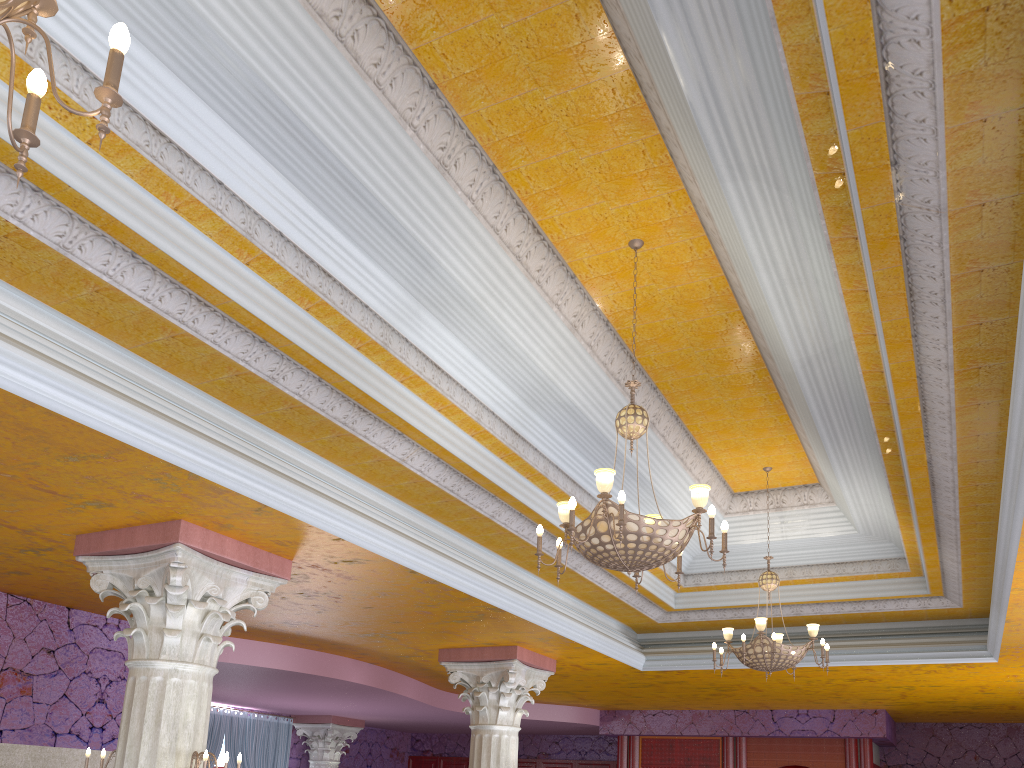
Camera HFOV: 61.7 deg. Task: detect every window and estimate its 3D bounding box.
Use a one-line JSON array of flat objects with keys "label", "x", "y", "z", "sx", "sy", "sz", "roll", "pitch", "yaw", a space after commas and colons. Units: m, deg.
[{"label": "window", "x": -5.821, "y": 7.105, "z": 15.564, "sx": 0.161, "sy": 2.378, "sz": 3.808, "roll": -4, "pitch": -22, "yaw": 27}]

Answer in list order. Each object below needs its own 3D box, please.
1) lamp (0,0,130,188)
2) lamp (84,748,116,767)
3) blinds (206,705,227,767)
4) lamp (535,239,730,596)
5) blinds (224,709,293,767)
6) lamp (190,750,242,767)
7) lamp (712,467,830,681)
[{"label": "lamp", "x": -1.140, "y": -1.645, "z": 1.584, "sx": 0.968, "sy": 2.038, "sz": 1.015, "roll": 7, "pitch": -16, "yaw": -16}, {"label": "lamp", "x": -2.830, "y": 2.772, "z": 6.178, "sx": 0.382, "sy": 0.256, "sz": 0.366, "roll": -3, "pitch": -22, "yaw": 15}, {"label": "blinds", "x": -5.662, "y": 6.966, "z": 14.354, "sx": 0.246, "sy": 3.119, "sz": 2.073, "roll": -4, "pitch": -18, "yaw": 28}, {"label": "lamp", "x": 0.710, "y": 0.098, "z": 5.040, "sx": 0.968, "sy": 2.038, "sz": 1.015, "roll": 7, "pitch": -16, "yaw": -16}, {"label": "blinds", "x": -4.794, "y": 7.783, "z": 15.974, "sx": 0.246, "sy": 3.120, "sz": 1.942, "roll": -3, "pitch": -17, "yaw": 26}, {"label": "lamp", "x": -2.033, "y": 2.556, "z": 5.648, "sx": 0.382, "sy": 0.256, "sz": 0.366, "roll": -3, "pitch": -22, "yaw": 15}, {"label": "lamp", "x": 2.529, "y": 1.813, "z": 8.439, "sx": 0.968, "sy": 2.038, "sz": 1.015, "roll": 7, "pitch": -16, "yaw": -16}]
